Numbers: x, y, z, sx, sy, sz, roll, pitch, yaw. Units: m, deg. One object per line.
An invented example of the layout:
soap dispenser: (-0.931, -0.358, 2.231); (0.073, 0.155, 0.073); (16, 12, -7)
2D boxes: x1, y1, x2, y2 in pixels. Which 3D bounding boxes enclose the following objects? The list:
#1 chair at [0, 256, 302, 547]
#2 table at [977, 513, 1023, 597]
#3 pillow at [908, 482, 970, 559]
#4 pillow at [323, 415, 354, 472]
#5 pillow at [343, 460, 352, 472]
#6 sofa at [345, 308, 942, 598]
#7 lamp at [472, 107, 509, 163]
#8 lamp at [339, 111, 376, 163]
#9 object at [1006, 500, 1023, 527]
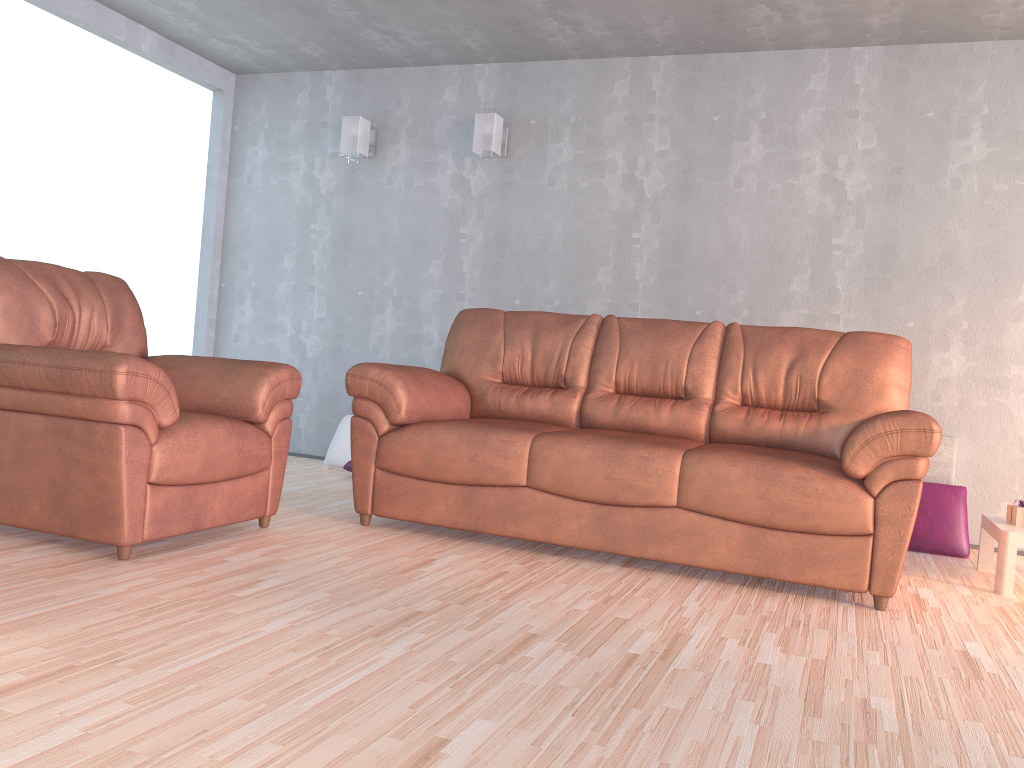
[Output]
chair: (-1.398, 0.023, 3.154); (0.936, 0.879, 0.970); (5, 1, 20)
table: (2.153, 0.690, 3.439); (0.548, 0.241, 0.548); (5, 1, 21)
pillow: (1.951, 0.626, 4.139); (0.327, 0.326, 0.241); (5, 1, 15)
pillow: (-0.926, 0.358, 5.260); (0.327, 0.326, 0.241); (5, 1, 25)
pillow: (-0.710, 0.462, 5.014); (0.392, 0.130, 0.365); (6, 1, 41)
sofa: (0.498, 0.155, 3.620); (2.202, 0.923, 0.981); (5, 1, 21)
lamp: (-0.131, -1.439, 5.153); (0.165, 0.319, 0.177); (5, 1, 21)
lamp: (-0.955, -1.516, 5.462); (0.165, 0.319, 0.168); (5, 1, 21)
object: (2.031, 0.508, 3.489); (0.152, 0.105, 0.080); (5, 1, -11)
